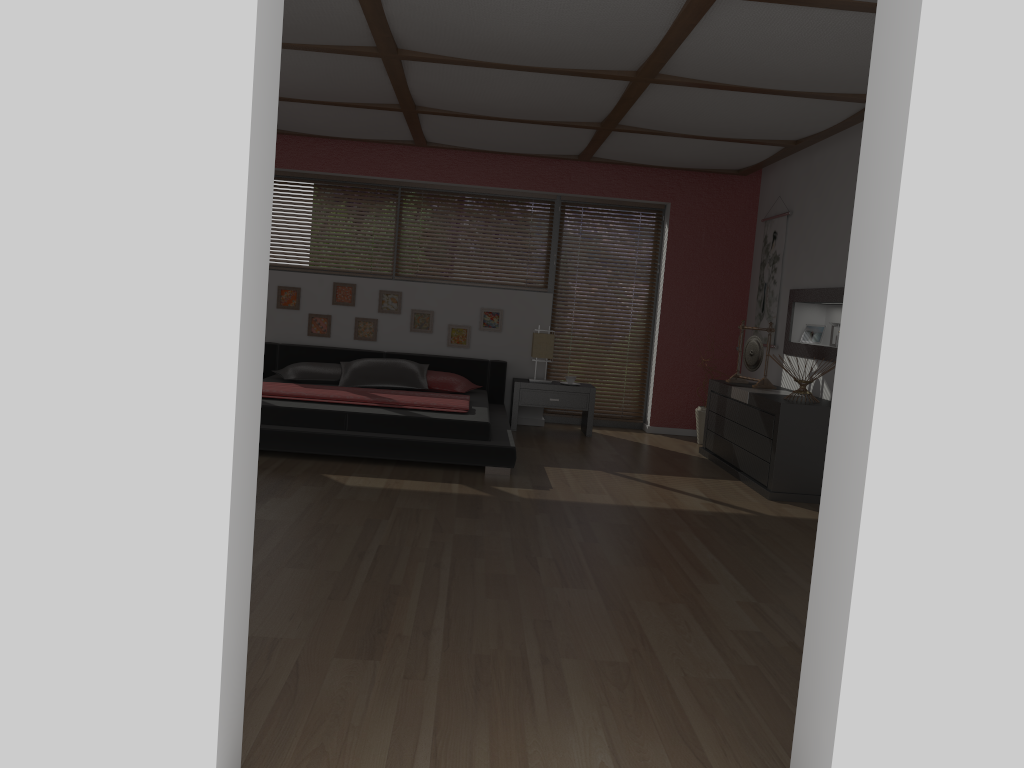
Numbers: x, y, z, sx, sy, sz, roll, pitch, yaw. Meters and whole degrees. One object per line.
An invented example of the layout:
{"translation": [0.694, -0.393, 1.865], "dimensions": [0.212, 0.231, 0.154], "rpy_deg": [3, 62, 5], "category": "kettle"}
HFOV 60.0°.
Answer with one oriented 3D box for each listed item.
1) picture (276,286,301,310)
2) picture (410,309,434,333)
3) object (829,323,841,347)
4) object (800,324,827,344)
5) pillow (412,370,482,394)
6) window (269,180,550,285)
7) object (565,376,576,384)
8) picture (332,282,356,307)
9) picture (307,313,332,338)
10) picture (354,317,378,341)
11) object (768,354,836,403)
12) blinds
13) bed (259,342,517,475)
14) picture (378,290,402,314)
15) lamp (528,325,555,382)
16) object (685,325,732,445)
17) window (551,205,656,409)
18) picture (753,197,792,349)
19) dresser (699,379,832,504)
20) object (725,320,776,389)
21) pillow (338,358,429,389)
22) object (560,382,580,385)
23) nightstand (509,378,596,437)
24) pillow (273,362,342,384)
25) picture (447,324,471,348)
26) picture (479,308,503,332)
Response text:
{"translation": [-1.974, -0.760, 7.838], "dimensions": [0.200, 0.200, 0.010], "rpy_deg": [4, 5, -3], "category": "picture"}
{"translation": [-0.803, -0.559, 7.903], "dimensions": [0.200, 0.200, 0.010], "rpy_deg": [4, 5, -3], "category": "picture"}
{"translation": [2.353, -0.351, 6.382], "dimensions": [0.159, 0.171, 0.159], "rpy_deg": [0, 7, -44], "category": "object"}
{"translation": [2.303, -0.383, 6.784], "dimensions": [0.041, 0.146, 0.226], "rpy_deg": [3, 6, -23], "category": "object"}
{"translation": [-0.662, -0.019, 7.429], "dimensions": [0.745, 0.172, 0.418], "rpy_deg": [6, 5, 16], "category": "pillow"}
{"translation": [-1.051, -1.397, 8.171], "dimensions": [2.817, 0.786, 0.020], "rpy_deg": [4, 5, -3], "category": "window"}
{"translation": [0.508, -0.033, 7.701], "dimensions": [0.099, 0.069, 0.099], "rpy_deg": [7, 6, 22], "category": "object"}
{"translation": [-1.487, -0.794, 7.854], "dimensions": [0.200, 0.200, 0.010], "rpy_deg": [4, 5, -3], "category": "picture"}
{"translation": [-1.709, -0.519, 7.871], "dimensions": [0.200, 0.200, 0.010], "rpy_deg": [4, 5, -3], "category": "picture"}
{"translation": [-1.300, -0.486, 7.890], "dimensions": [0.200, 0.200, 0.010], "rpy_deg": [4, 5, -3], "category": "picture"}
{"translation": [1.892, -0.032, 5.748], "dimensions": [0.481, 0.282, 0.481], "rpy_deg": [1, 6, -36], "category": "object"}
{"translation": [-1.099, -0.816, 8.155], "dimensions": [4.840, 1.952, 0.032], "rpy_deg": [4, 5, -3], "category": "blinds"}
{"translation": [-1.233, 0.089, 6.694], "dimensions": [2.469, 0.577, 2.413], "rpy_deg": [4, 5, -3], "category": "bed"}
{"translation": [-1.083, -0.727, 7.876], "dimensions": [0.200, 0.200, 0.010], "rpy_deg": [4, 5, -3], "category": "picture"}
{"translation": [0.264, -0.272, 7.765], "dimensions": [0.200, 0.480, 0.200], "rpy_deg": [4, 5, -3], "category": "lamp"}
{"translation": [1.656, 0.006, 7.684], "dimensions": [0.422, 1.035, 0.364], "rpy_deg": [2, 6, -27], "category": "object"}
{"translation": [0.846, -0.707, 8.310], "dimensions": [0.889, 1.893, 0.020], "rpy_deg": [4, 5, -3], "category": "window"}
{"translation": [2.187, -0.951, 7.511], "dimensions": [0.028, 1.270, 0.701], "rpy_deg": [4, 5, -3], "category": "picture"}
{"translation": [1.846, 0.358, 6.334], "dimensions": [0.540, 0.608, 1.740], "rpy_deg": [4, 5, -3], "category": "dresser"}
{"translation": [1.848, -0.236, 6.781], "dimensions": [0.173, 0.498, 0.490], "rpy_deg": [3, 5, -18], "category": "object"}
{"translation": [-1.050, -0.089, 7.267], "dimensions": [0.744, 0.241, 0.386], "rpy_deg": [4, 5, -7], "category": "pillow"}
{"translation": [0.505, 0.000, 7.704], "dimensions": [0.179, 0.012, 0.179], "rpy_deg": [7, 6, 22], "category": "object"}
{"translation": [0.347, 0.199, 7.772], "dimensions": [0.700, 0.423, 0.413], "rpy_deg": [4, 5, -3], "category": "nightstand"}
{"translation": [-1.568, -0.085, 7.334], "dimensions": [0.745, 0.172, 0.418], "rpy_deg": [2, 6, -27], "category": "pillow"}
{"translation": [-0.474, -0.426, 7.928], "dimensions": [0.200, 0.200, 0.010], "rpy_deg": [4, 5, -3], "category": "picture"}
{"translation": [-0.186, -0.573, 7.926], "dimensions": [0.200, 0.200, 0.010], "rpy_deg": [4, 5, -3], "category": "picture"}
